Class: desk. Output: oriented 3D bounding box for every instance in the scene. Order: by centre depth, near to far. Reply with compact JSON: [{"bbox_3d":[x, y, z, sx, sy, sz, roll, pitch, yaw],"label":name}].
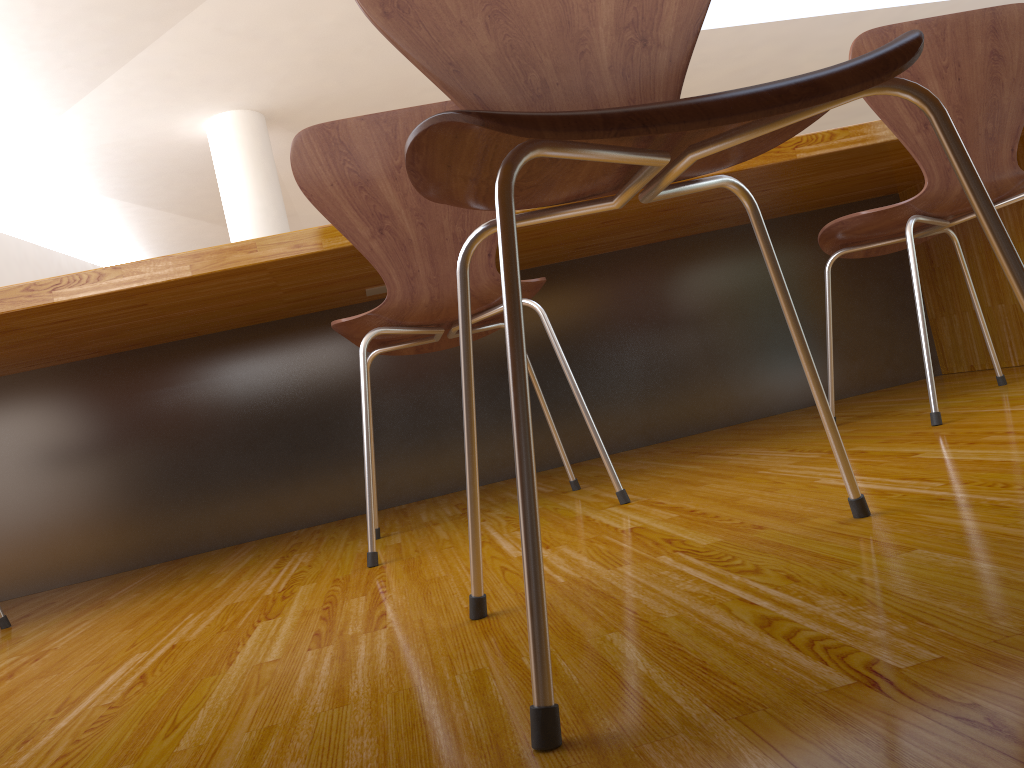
[{"bbox_3d":[-0.234,0.211,2.297,3.216,1.022,1.248,-13,-1,-9],"label":"desk"}]

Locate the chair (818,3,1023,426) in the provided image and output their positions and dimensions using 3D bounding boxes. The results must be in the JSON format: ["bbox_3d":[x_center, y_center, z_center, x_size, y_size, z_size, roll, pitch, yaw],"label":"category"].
[{"bbox_3d":[0.819,-0.301,1.726,0.428,0.693,0.381,-13,-1,-9],"label":"chair"}]

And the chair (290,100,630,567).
[{"bbox_3d":[-0.118,-0.090,1.580,0.428,0.693,0.381,-13,-1,-9],"label":"chair"}]

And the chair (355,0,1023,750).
[{"bbox_3d":[0.114,-0.165,0.721,0.428,0.693,0.381,-13,-1,-9],"label":"chair"}]

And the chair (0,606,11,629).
[{"bbox_3d":[-1.190,0.151,1.451,0.428,0.693,0.381,-13,-1,-9],"label":"chair"}]
